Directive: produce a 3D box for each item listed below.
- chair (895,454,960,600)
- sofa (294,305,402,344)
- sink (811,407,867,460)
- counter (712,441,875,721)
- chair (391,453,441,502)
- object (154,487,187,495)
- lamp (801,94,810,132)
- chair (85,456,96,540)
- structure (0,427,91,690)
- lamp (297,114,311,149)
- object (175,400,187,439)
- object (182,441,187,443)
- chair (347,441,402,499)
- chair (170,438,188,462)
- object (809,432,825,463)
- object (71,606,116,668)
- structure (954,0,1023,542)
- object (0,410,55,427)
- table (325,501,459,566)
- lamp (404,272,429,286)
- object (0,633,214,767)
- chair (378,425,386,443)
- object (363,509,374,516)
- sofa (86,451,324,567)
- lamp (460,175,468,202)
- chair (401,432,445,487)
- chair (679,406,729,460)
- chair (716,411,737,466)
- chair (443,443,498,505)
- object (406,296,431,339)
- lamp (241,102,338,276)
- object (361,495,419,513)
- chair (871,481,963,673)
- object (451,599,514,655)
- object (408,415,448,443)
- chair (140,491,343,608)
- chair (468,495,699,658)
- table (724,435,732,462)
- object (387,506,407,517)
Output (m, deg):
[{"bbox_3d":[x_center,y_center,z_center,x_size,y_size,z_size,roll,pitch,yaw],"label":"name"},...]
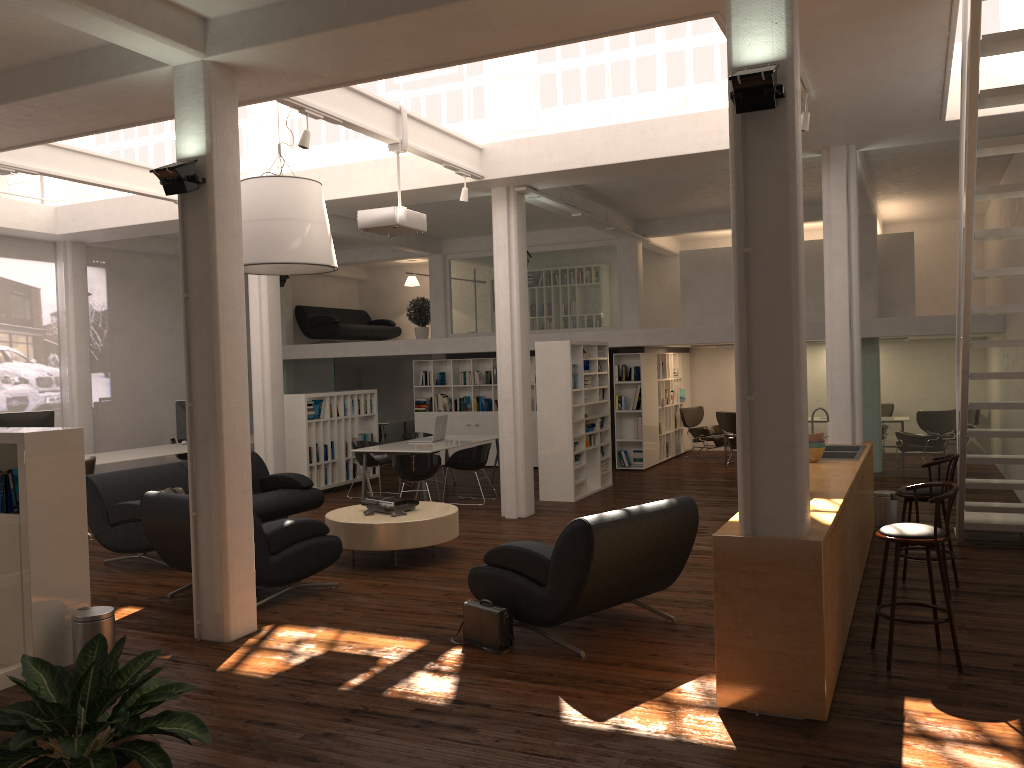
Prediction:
[{"bbox_3d":[4.046,1.357,8.640,0.592,1.362,0.665,-1,2,36],"label":"chair"},{"bbox_3d":[-4.511,-1.604,24.783,1.467,1.119,3.087,-1,1,25],"label":"sofa"},{"bbox_3d":[3.865,0.662,10.579,0.596,0.774,1.757,-1,1,25],"label":"sink"},{"bbox_3d":[3.069,1.443,8.807,0.689,1.141,6.858,-1,1,25],"label":"counter"},{"bbox_3d":[-1.516,1.567,14.037,0.795,1.004,0.757,-2,1,0],"label":"chair"},{"bbox_3d":[-4.436,1.524,11.617,0.331,0.352,0.586,-1,2,40],"label":"object"},{"bbox_3d":[2.940,-2.725,8.949,0.136,0.357,0.117,-1,1,31],"label":"lamp"},{"bbox_3d":[-6.418,1.653,12.443,0.991,1.183,0.994,-2,1,0],"label":"chair"},{"bbox_3d":[-5.935,1.422,5.874,3.131,1.914,4.752,-1,1,25],"label":"structure"},{"bbox_3d":[-2.140,-2.594,9.106,0.136,0.357,0.117,-1,1,18],"label":"lamp"},{"bbox_3d":[-6.105,0.752,17.375,0.886,0.888,0.347,-2,1,-20],"label":"object"},{"bbox_3d":[-6.610,1.171,17.899,0.108,0.052,0.194,-2,1,-19],"label":"object"},{"bbox_3d":[-2.538,1.551,16.227,0.757,1.004,0.795,-1,1,25],"label":"chair"},{"bbox_3d":[-6.732,1.629,18.557,0.757,1.004,0.795,-1,1,25],"label":"chair"},{"bbox_3d":[3.231,0.687,9.673,0.299,0.332,0.331,-2,1,-19],"label":"object"},{"bbox_3d":[-3.323,2.040,7.073,0.415,0.465,0.311,-2,1,8],"label":"object"},{"bbox_3d":[4.831,-1.401,8.684,0.825,6.780,6.217,-1,1,25],"label":"structure"},{"bbox_3d":[-7.585,0.873,13.798,0.347,0.888,0.886,-1,2,45],"label":"object"},{"bbox_3d":[-1.462,1.850,10.916,1.616,0.570,1.616,-1,1,18],"label":"table"},{"bbox_3d":[-1.899,-2.908,24.257,2.635,0.513,0.447,-1,1,34],"label":"lamp"},{"bbox_3d":[-2.315,1.828,4.652,1.327,0.936,1.240,-2,1,-26],"label":"object"},{"bbox_3d":[-4.116,1.321,24.686,0.991,1.183,0.994,-1,1,25],"label":"chair"},{"bbox_3d":[-1.731,1.544,10.716,0.119,0.062,0.193,-2,1,-15],"label":"object"},{"bbox_3d":[-4.081,1.629,12.089,1.467,1.119,3.087,-1,1,25],"label":"sofa"},{"bbox_3d":[-0.665,-2.708,12.329,0.136,0.357,0.117,-1,1,31],"label":"lamp"},{"bbox_3d":[-1.844,1.495,17.837,0.795,1.004,0.757,-2,1,-30],"label":"chair"},{"bbox_3d":[4.562,1.136,20.963,0.991,1.183,0.994,-1,2,45],"label":"chair"},{"bbox_3d":[5.054,1.158,19.271,0.994,1.183,0.991,-1,2,40],"label":"chair"},{"bbox_3d":[-0.713,1.517,15.201,0.757,1.004,0.795,-1,1,20],"label":"chair"},{"bbox_3d":[-2.259,-1.632,22.223,0.793,1.127,0.770,-1,1,23],"label":"object"},{"bbox_3d":[-3.013,-3.613,11.410,1.386,4.284,1.386,-1,2,39],"label":"lamp"},{"bbox_3d":[-1.506,1.481,10.958,0.558,0.163,0.471,-1,2,45],"label":"object"},{"bbox_3d":[3.054,1.429,6.695,0.592,1.362,0.665,-2,1,11],"label":"chair"},{"bbox_3d":[-0.231,1.985,7.395,0.618,0.376,0.271,-1,2,41],"label":"object"},{"bbox_3d":[-1.566,0.832,16.630,0.557,0.470,0.702,-1,1,15],"label":"object"},{"bbox_3d":[-2.814,1.645,9.298,1.454,1.130,1.481,-1,2,36],"label":"chair"},{"bbox_3d":[0.623,1.573,7.763,1.454,1.130,1.481,-3,2,-44],"label":"chair"},{"bbox_3d":[6.606,1.232,19.499,3.900,0.947,1.040,-1,1,25],"label":"table"},{"bbox_3d":[-1.393,1.518,10.598,0.193,0.099,0.231,-3,2,-42],"label":"object"}]
